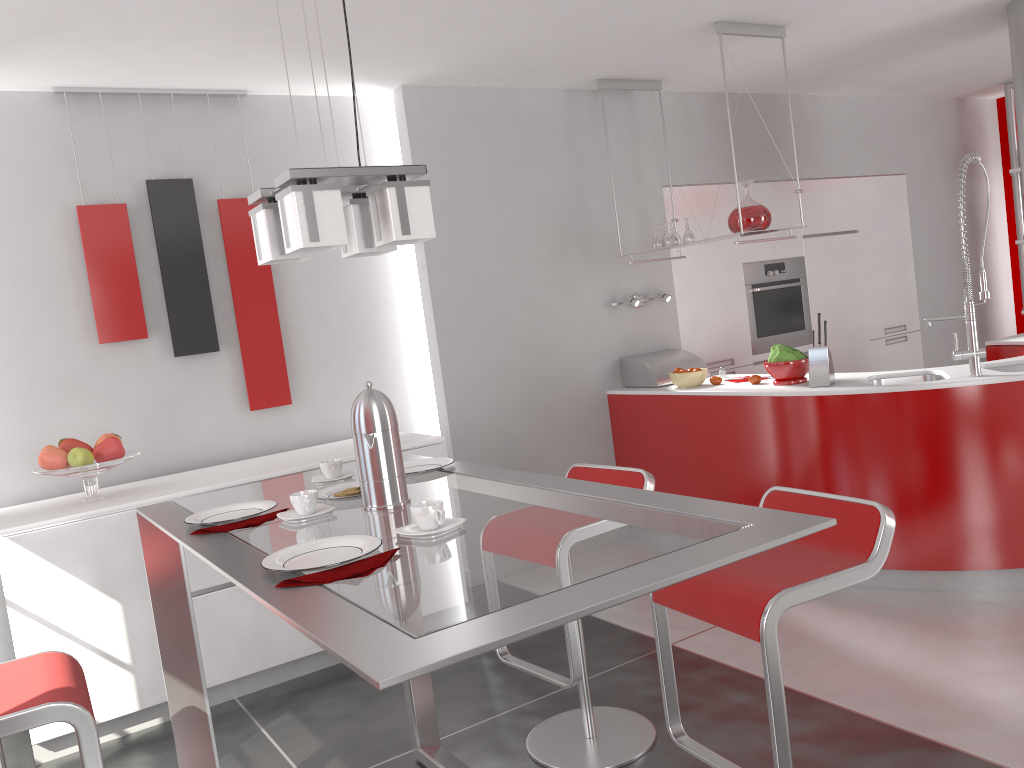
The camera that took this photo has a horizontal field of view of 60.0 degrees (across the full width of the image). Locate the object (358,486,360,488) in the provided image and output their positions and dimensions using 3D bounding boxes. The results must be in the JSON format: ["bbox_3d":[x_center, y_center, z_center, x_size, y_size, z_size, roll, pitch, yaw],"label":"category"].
[{"bbox_3d":[-0.367,0.258,2.240,0.036,0.006,0.034,-12,6,-43],"label":"object"}]

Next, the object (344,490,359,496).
[{"bbox_3d":[-0.394,0.266,2.177,0.036,0.006,0.034,-9,5,-19],"label":"object"}]

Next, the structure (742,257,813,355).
[{"bbox_3d":[1.778,-0.525,5.869,0.599,0.589,0.050,-10,5,-31],"label":"structure"}]

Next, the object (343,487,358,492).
[{"bbox_3d":[-0.402,0.264,2.218,0.034,0.006,0.036,-7,5,6],"label":"object"}]

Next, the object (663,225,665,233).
[{"bbox_3d":[0.871,-0.823,5.002,0.060,0.141,0.060,-10,5,-31],"label":"object"}]

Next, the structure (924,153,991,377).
[{"bbox_3d":[1.892,-0.494,3.718,0.308,0.920,0.178,-7,5,12],"label":"structure"}]

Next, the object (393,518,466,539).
[{"bbox_3d":[-0.157,0.277,1.704,0.119,0.016,0.119,-4,6,39],"label":"object"}]

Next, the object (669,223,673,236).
[{"bbox_3d":[0.889,-0.819,4.915,0.060,0.141,0.060,-10,5,-31],"label":"object"}]

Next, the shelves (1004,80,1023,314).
[{"bbox_3d":[4.265,-0.947,5.930,0.535,2.599,1.735,-10,5,-31],"label":"shelves"}]

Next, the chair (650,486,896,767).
[{"bbox_3d":[0.649,0.721,2.131,0.460,0.857,0.418,-10,5,-26],"label":"chair"}]

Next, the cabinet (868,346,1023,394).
[{"bbox_3d":[1.894,0.302,4.753,1.875,0.761,1.025,-7,5,14],"label":"cabinet"}]

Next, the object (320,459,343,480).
[{"bbox_3d":[-0.504,0.239,2.471,0.062,0.049,0.078,-10,5,-32],"label":"object"}]

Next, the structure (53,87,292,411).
[{"bbox_3d":[-1.508,-0.583,4.048,0.820,1.503,0.040,-10,5,-31],"label":"structure"}]

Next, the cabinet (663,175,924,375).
[{"bbox_3d":[1.891,-0.369,6.309,2.398,2.026,0.614,-10,5,-31],"label":"cabinet"}]

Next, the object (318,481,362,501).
[{"bbox_3d":[-0.388,0.267,2.213,0.217,0.015,0.217,-7,5,6],"label":"object"}]

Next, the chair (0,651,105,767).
[{"bbox_3d":[-1.105,0.973,1.917,0.460,0.857,0.418,-10,5,-29],"label":"chair"}]

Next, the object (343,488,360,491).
[{"bbox_3d":[-0.407,0.269,2.247,0.036,0.006,0.034,-4,6,42],"label":"object"}]

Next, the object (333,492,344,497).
[{"bbox_3d":[-0.423,0.274,2.209,0.036,0.006,0.034,-4,6,38],"label":"object"}]

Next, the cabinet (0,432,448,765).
[{"bbox_3d":[-1.164,0.814,3.871,1.802,0.880,0.610,-10,5,-31],"label":"cabinet"}]

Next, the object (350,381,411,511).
[{"bbox_3d":[-0.313,0.134,2.026,0.113,0.287,0.149,-10,5,-23],"label":"object"}]

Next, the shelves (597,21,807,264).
[{"bbox_3d":[0.967,-1.202,4.637,0.462,1.023,0.934,-10,5,-31],"label":"shelves"}]

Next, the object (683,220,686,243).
[{"bbox_3d":[0.961,-0.823,4.844,0.060,0.141,0.060,-10,5,-31],"label":"object"}]

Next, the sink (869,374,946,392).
[{"bbox_3d":[1.772,0.075,3.959,0.326,0.172,0.428,-6,5,20],"label":"sink"}]

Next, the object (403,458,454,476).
[{"bbox_3d":[-0.265,0.232,2.442,0.217,0.015,0.217,-7,5,5],"label":"object"}]

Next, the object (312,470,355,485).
[{"bbox_3d":[-0.496,0.262,2.466,0.119,0.016,0.119,-9,5,-12],"label":"object"}]

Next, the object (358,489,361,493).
[{"bbox_3d":[-0.377,0.267,2.214,0.034,0.006,0.036,-9,5,-14],"label":"object"}]

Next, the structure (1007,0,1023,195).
[{"bbox_3d":[2.866,-1.472,4.402,0.644,0.958,0.644,-6,5,25],"label":"structure"}]

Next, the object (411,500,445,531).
[{"bbox_3d":[-0.159,0.254,1.694,0.062,0.049,0.078,-8,5,-9],"label":"object"}]

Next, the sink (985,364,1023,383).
[{"bbox_3d":[2.242,0.022,3.844,0.326,0.172,0.428,-7,5,8],"label":"sink"}]

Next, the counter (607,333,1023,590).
[{"bbox_3d":[2.004,0.339,4.504,2.865,0.880,1.868,-7,5,2],"label":"counter"}]

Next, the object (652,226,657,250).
[{"bbox_3d":[0.805,-0.810,4.949,0.060,0.141,0.060,-10,5,-31],"label":"object"}]

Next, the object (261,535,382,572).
[{"bbox_3d":[-0.341,0.310,1.600,0.217,0.015,0.217,-8,5,-7],"label":"object"}]

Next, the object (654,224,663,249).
[{"bbox_3d":[0.806,-0.803,4.854,0.060,0.141,0.060,-4,6,35],"label":"object"}]

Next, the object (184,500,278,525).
[{"bbox_3d":[-0.670,0.312,2.122,0.217,0.015,0.217,-5,5,34],"label":"object"}]

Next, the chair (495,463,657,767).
[{"bbox_3d":[0.215,0.722,2.845,0.460,0.857,0.418,-11,6,-36],"label":"chair"}]
